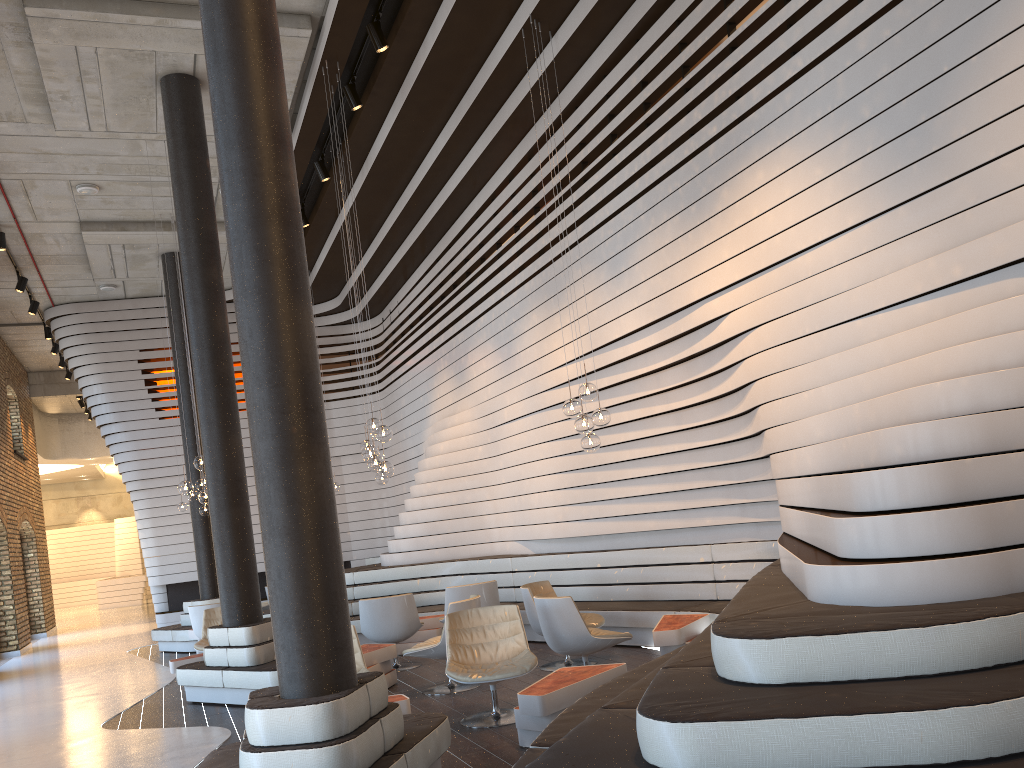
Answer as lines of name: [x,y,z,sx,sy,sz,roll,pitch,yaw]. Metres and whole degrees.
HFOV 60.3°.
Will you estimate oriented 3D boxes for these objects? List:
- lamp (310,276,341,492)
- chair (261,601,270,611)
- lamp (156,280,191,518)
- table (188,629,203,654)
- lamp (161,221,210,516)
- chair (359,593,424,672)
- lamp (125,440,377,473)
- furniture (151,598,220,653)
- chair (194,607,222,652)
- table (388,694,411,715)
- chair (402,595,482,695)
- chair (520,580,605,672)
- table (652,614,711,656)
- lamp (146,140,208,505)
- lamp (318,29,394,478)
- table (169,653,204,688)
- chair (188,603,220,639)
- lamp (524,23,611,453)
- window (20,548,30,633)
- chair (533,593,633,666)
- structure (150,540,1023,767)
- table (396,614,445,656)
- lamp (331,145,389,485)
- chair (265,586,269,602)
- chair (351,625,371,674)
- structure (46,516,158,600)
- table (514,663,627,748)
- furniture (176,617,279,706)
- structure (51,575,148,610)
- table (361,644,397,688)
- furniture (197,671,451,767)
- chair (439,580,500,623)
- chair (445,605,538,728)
lamp: [-3.425,-0.252,15.072,0.545,4.651,0.294,-7,-2,4]
chair: [-4.160,3.756,14.930,0.705,0.762,0.666,-6,-5,-20]
lamp: [-5.669,0.016,14.952,0.278,4.605,0.541,-8,-2,27]
table: [-4.043,3.564,12.296,0.900,0.368,0.419,-5,-6,-14]
lamp: [-4.500,-0.454,12.307,0.278,4.605,0.540,-8,-2,29]
chair: [-1.242,2.555,9.131,0.656,0.762,0.716,-7,-5,-2]
lamp: [1.584,-2.673,1.351,8.964,4.586,42.586,-4,-8,-22]
furniture: [-4.770,3.632,13.352,1.264,0.718,1.802,-4,-8,-26]
chair: [-3.289,2.964,10.161,0.655,0.762,0.717,-7,-5,-4]
table: [-1.105,2.230,5.579,0.899,0.368,0.419,-5,-6,-19]
chair: [-0.582,2.264,7.682,0.716,0.762,0.656,-9,-5,18]
chair: [0.476,2.181,8.042,0.717,0.762,0.655,-9,-5,22]
table: [1.446,2.155,7.339,0.416,0.368,0.907,-9,-7,15]
lamp: [-3.693,-0.965,9.841,0.539,4.651,0.298,-6,-3,-37]
lamp: [-1.581,-1.418,8.618,0.308,4.717,0.669,-7,-2,-14]
table: [-3.149,3.028,9.345,0.898,0.368,0.420,-3,-7,-29]
chair: [-3.844,3.234,11.556,0.661,0.762,0.711,-9,-5,15]
lamp: [0.351,-1.728,7.585,0.337,4.690,0.528,-9,-2,30]
window: [-11.110,4.323,18.895,4.663,2.520,2.072,-12,-6,32]
chair: [0.571,2.022,7.019,0.705,0.762,0.666,-5,-5,-22]
structure: [-0.719,2.597,10.462,5.725,0.922,18.513,-3,-9,-26]
table: [-1.117,2.870,10.054,0.910,0.369,0.414,-9,-6,11]
lamp: [-1.883,-1.097,10.532,0.291,4.651,0.552,-6,-2,-27]
chair: [-3.510,3.536,13.975,0.706,0.762,0.665,-6,-5,-18]
chair: [-1.319,2.169,6.355,0.651,0.762,0.721,-6,-5,-21]
structure: [-14.830,6.522,32.189,4.498,2.849,5.908,-5,-7,-22]
table: [0.336,2.049,5.597,0.420,0.368,0.899,-12,-8,40]
furniture: [-2.295,2.634,8.571,1.799,0.718,1.266,-13,-9,38]
structure: [-13.675,7.069,30.095,2.529,0.892,7.622,0,-11,-44]
table: [-1.319,2.598,7.964,0.416,0.368,0.907,-9,-7,15]
furniture: [-1.136,1.897,4.447,1.282,0.718,1.776,-9,-7,13]
chair: [-0.430,2.484,9.361,0.653,0.762,0.720,-6,-5,-15]
chair: [-0.154,2.017,6.334,0.655,0.762,0.717,-7,-5,-6]
